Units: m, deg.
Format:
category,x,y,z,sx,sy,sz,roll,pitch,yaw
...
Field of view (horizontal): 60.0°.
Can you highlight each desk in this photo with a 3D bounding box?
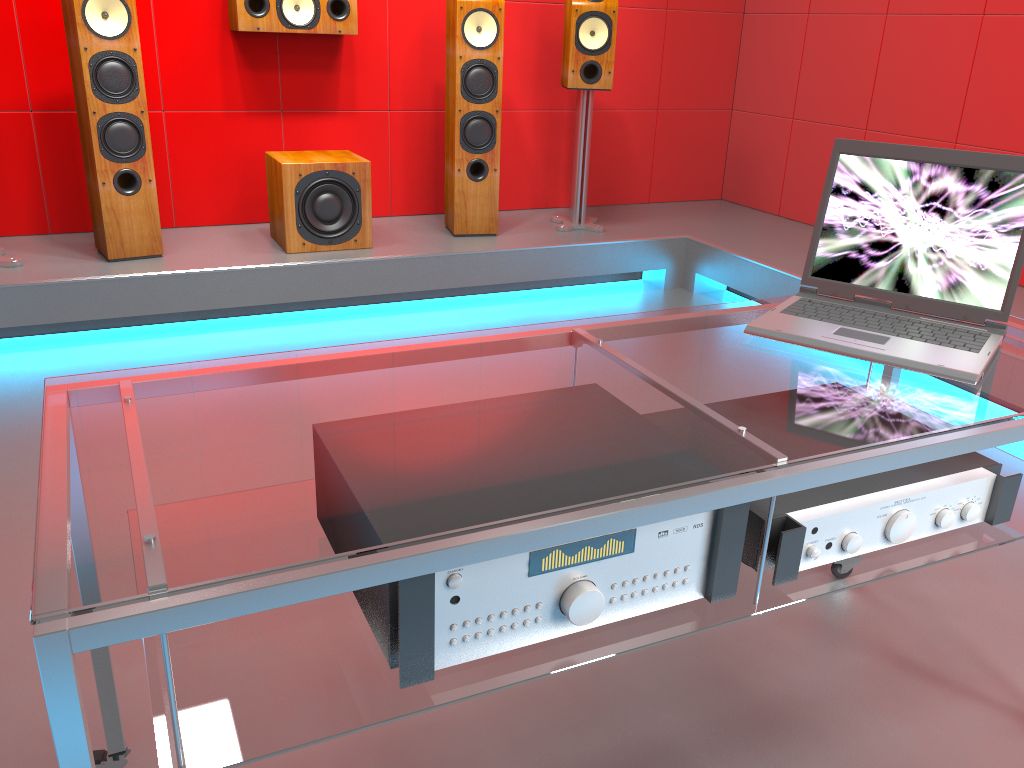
category,x,y,z,sx,sy,sz,roll,pitch,yaw
desk,0.174,0.314,1.354,1.617,0.690,0.594,-8,24,-24

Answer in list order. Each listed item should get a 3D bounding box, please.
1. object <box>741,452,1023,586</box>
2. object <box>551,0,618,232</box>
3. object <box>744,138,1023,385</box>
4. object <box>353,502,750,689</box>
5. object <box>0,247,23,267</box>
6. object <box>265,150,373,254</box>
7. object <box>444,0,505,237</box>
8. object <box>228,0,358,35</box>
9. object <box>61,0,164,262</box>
category,x,y,z,sx,sy,sz,roll,pitch,yaw
object,0.451,0.134,1.343,0.435,0.092,0.365,-8,24,-24
object,0.336,-1.259,4.119,0.231,1.058,0.265,0,22,-5
object,0.608,-0.213,1.399,0.342,0.285,0.340,17,26,32
object,0.007,0.167,1.130,0.431,0.158,0.371,-8,24,-24
object,-1.960,-0.940,3.102,0.231,1.058,0.265,-19,30,-42
object,-0.814,-0.776,3.742,0.360,0.360,0.360,-8,24,-24
object,-0.172,-1.195,3.918,0.203,1.052,0.238,-4,23,-15
object,-0.921,-1.620,3.721,0.493,0.271,0.235,-8,24,-24
object,-1.491,-1.002,3.311,0.203,1.052,0.238,-13,26,-33
